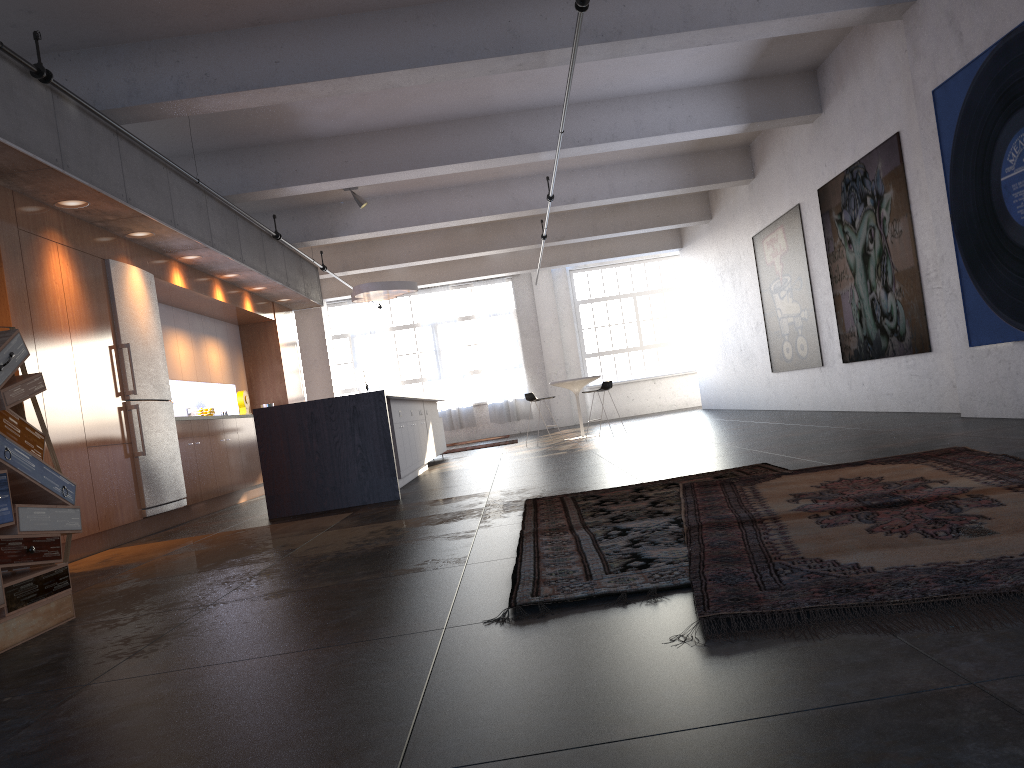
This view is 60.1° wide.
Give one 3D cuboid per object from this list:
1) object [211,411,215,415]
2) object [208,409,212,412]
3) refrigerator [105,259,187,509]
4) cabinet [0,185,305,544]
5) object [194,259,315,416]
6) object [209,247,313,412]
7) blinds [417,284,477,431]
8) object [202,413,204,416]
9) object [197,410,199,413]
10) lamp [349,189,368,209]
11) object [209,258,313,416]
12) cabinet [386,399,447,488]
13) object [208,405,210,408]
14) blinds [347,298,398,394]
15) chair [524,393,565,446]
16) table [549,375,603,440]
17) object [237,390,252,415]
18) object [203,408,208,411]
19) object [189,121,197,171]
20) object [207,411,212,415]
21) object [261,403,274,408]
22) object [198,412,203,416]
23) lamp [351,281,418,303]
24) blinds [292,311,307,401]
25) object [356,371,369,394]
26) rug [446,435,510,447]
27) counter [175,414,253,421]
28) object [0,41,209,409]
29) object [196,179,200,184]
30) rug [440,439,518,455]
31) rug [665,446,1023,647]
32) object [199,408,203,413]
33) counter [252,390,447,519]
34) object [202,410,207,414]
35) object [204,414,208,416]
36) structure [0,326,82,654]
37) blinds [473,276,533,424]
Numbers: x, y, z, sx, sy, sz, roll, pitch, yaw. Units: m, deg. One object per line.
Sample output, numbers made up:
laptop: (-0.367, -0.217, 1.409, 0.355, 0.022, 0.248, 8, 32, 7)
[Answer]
object: (-5.284, -0.651, 5.176, 0.061, 2.209, 11.916, -8, -1, 14)
object: (-3.395, -0.877, 7.501, 0.053, 2.168, 6.829, -8, -1, -8)
refrigerator: (-3.407, 0.018, 8.149, 0.220, 2.191, 0.953, -8, 0, -3)
cabinet: (-4.537, 0.138, 10.087, 2.381, 2.562, 8.101, -8, -1, 0)
object: (-5.276, 0.944, 4.512, 0.943, 1.214, 13.274, -9, -1, 11)
object: (-3.701, 0.316, 10.905, 0.057, 0.060, 0.053, -9, -1, 22)
blinds: (-1.629, -0.719, 21.272, 1.039, 3.697, 0.338, -8, 0, -5)
object: (-3.797, 0.384, 10.866, 0.061, 0.053, 0.052, -9, -1, 42)
object: (-3.828, 0.341, 10.853, 0.052, 0.053, 0.062, -8, -1, -43)
lamp: (-2.095, -2.545, 12.129, 0.224, 0.287, 0.130, -8, 0, -18)
object: (-3.385, -0.746, 12.186, 0.057, 2.309, 2.951, -8, -1, 19)
cabinet: (-1.564, 0.741, 11.597, 0.923, 0.930, 5.645, -8, -1, 0)
object: (-3.934, 0.382, 11.543, 0.060, 0.209, 0.144, -8, 0, 0)
blinds: (-3.310, -0.459, 21.217, 1.034, 3.675, 0.360, -8, 0, -3)
chair: (0.470, 0.566, 13.876, 0.512, 0.895, 0.457, -8, 0, -24)
table: (1.077, 0.394, 14.221, 0.829, 0.951, 0.828, -8, -1, -1)
object: (-3.681, 0.280, 12.183, 0.099, 0.381, 0.274, -8, 0, 0)
object: (-3.436, -0.927, 5.998, 0.059, 2.164, 9.861, -8, -1, -6)
object: (-3.724, 0.356, 10.881, 0.050, 0.053, 0.065, -9, -1, 37)
object: (-3.383, -0.819, 9.754, 0.054, 2.228, 2.377, -9, -1, -25)
object: (-3.531, 0.376, 12.823, 0.194, 0.170, 0.187, -8, -1, -42)
object: (-3.803, 0.372, 10.804, 0.053, 0.054, 0.061, -8, -1, -10)
lamp: (-2.090, -1.421, 13.707, 1.027, 0.130, 1.058, -7, -2, -45)
blinds: (-4.797, -0.240, 21.190, 1.027, 3.713, 0.314, -8, 0, -3)
object: (-3.199, 0.676, 19.210, 1.181, 1.919, 1.055, -8, 0, -1)
rug: (-1.600, 1.422, 20.246, 3.134, 0.009, 1.813, -8, -1, -2)
counter: (-4.095, 0.513, 10.846, 1.608, 0.039, 4.458, -8, -1, 0)
object: (-3.746, 0.319, 10.931, 0.063, 0.051, 0.053, -8, -1, -9)
object: (-3.759, 0.366, 10.923, 0.052, 0.053, 0.062, -9, -1, 6)
rug: (-1.319, 1.274, 16.562, 2.887, 0.029, 1.853, -8, -1, -1)
rug: (1.557, 0.499, 3.684, 1.866, 0.048, 3.543, -9, -2, 9)
object: (-3.791, 0.320, 10.801, 0.058, 0.060, 0.051, -9, -1, 34)
counter: (-1.583, 0.698, 10.986, 1.143, 0.971, 6.652, -8, -1, 0)
object: (-3.422, -0.856, 8.109, 0.057, 2.189, 5.595, -8, -1, -11)
object: (-3.735, 0.391, 10.803, 0.052, 0.053, 0.061, -8, -1, -19)
structure: (-2.288, 0.425, 3.278, 0.638, 1.315, 1.912, -8, -1, 0)
blinds: (-0.275, -0.925, 21.329, 1.031, 3.751, 0.341, -8, 0, -4)
